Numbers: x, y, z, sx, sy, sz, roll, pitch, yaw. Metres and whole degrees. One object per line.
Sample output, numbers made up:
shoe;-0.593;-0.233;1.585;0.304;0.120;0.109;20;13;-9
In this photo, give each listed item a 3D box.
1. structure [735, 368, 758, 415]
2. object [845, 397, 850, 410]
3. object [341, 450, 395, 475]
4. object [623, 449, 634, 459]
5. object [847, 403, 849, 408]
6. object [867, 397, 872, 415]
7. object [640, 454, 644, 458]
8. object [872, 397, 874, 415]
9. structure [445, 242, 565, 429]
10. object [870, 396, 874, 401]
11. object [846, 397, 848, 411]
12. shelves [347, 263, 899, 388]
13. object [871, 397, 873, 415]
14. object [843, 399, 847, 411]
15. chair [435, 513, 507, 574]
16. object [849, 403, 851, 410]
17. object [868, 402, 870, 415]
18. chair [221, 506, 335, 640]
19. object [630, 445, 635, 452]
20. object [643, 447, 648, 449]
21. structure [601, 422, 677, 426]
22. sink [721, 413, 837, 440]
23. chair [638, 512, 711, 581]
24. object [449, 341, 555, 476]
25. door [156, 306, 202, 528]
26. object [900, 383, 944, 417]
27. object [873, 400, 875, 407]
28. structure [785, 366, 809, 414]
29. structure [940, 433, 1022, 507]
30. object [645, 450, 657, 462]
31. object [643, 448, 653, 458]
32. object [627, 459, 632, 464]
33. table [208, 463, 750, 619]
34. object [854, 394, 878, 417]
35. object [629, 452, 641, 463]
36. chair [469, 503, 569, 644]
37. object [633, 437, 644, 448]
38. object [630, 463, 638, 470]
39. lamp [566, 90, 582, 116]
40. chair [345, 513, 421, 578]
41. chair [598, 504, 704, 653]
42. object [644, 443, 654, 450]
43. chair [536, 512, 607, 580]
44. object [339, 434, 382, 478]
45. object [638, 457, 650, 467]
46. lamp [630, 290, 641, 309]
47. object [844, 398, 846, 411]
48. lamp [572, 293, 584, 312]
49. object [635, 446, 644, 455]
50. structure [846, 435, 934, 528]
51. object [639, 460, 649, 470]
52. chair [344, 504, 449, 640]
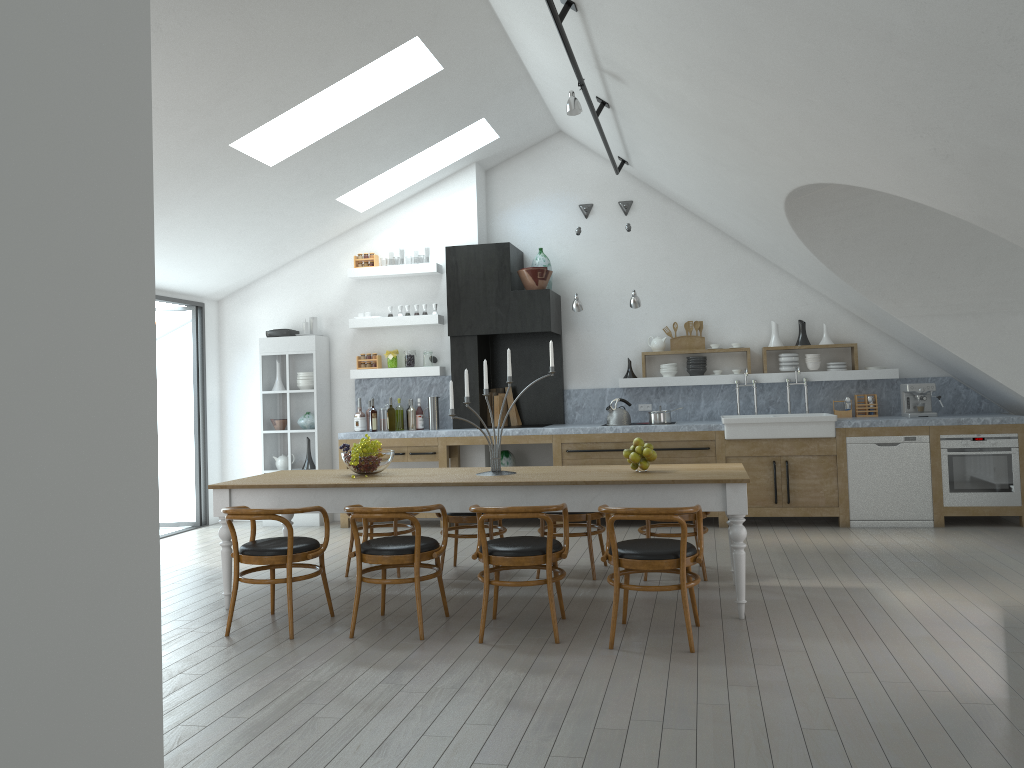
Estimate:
structure;2.373;0.108;8.802;0.214;0.530;0.332;-2;-2;-7
object;3.322;0.226;8.747;0.042;0.192;0.040;0;-3;-41
object;-0.977;0.538;6.029;0.360;0.160;0.359;-2;-1;-8
object;0.733;0.440;5.567;0.072;0.064;0.071;-2;-1;5
object;3.325;0.230;8.766;0.018;0.196;0.023;-2;-2;7
object;3.529;0.219;8.726;0.042;0.192;0.040;-1;-2;-28
object;0.838;0.449;5.637;0.062;0.059;0.062;-2;-1;16
object;3.555;0.222;8.733;0.022;0.196;0.019;-2;-2;13
structure;-0.062;-0.494;9.319;1.075;1.887;0.780;-2;-2;12
object;3.550;0.219;8.770;0.042;0.192;0.040;-1;-2;-29
object;3.318;0.230;8.786;0.018;0.196;0.020;-3;-2;22
shelves;1.047;-0.640;9.221;5.548;1.363;0.479;-2;-2;6
object;3.545;0.222;8.732;0.018;0.196;0.020;-3;-3;34
object;3.299;0.240;8.764;0.044;0.179;0.019;-1;-2;-23
chair;-0.278;1.033;6.617;0.527;0.736;0.621;-2;-2;9
object;3.335;0.238;8.752;0.019;0.179;0.044;-2;-2;-3
object;3.536;0.232;8.768;0.019;0.179;0.044;-2;-2;9
chair;-1.381;1.057;5.170;0.527;0.736;0.621;-2;-2;15
object;0.780;0.422;5.623;0.072;0.071;0.066;-1;-1;-19
object;0.838;0.420;5.576;0.053;0.051;0.053;-2;-1;-17
structure;1.270;0.418;8.842;0.737;0.041;0.647;-2;-1;12
sink;2.527;0.402;8.472;1.020;0.202;0.727;-2;-1;12
chair;1.151;0.982;6.365;0.527;0.736;0.621;-2;-2;9
object;-0.047;0.147;5.792;0.775;0.876;0.265;-2;-2;-14
door;-3.882;0.354;9.476;1.051;2.349;0.080;-2;-2;-3
object;3.884;0.154;8.368;0.324;0.321;0.386;-2;-1;12
object;3.569;0.231;8.748;0.044;0.179;0.019;-2;-2;-10
structure;2.850;0.091;8.700;0.214;0.530;0.332;-2;-2;-7
structure;4.184;0.759;8.087;0.632;0.637;0.630;-2;-1;12
object;0.868;0.449;5.541;0.077;0.076;0.076;-1;-1;-21
object;0.841;0.427;5.491;0.062;0.063;0.063;-1;-2;-26
object;0.758;0.477;5.615;0.059;0.056;0.059;-2;-1;7
table;-0.184;0.987;5.784;3.348;0.800;1.018;-2;-1;12
object;3.504;0.213;8.771;0.200;0.223;0.104;-2;-2;12
object;0.764;0.458;5.512;0.070;0.072;0.071;-1;-1;-23
chair;0.046;1.006;4.892;0.527;0.736;0.621;-2;-2;7
object;0.797;0.373;5.579;0.072;0.074;0.072;-2;-1;12
object;0.769;0.515;5.568;0.051;0.050;0.049;-2;-1;16
lamp;0.442;-2.011;6.309;0.114;0.175;0.112;-1;-2;-25
chair;-0.973;1.058;6.827;0.527;0.736;0.621;-2;-2;12
chair;0.738;0.981;4.674;0.527;0.736;0.621;-2;-2;15
object;0.866;0.403;5.620;0.062;0.060;0.062;-2;-1;13
chair;0.446;1.007;6.525;0.527;0.736;0.621;-2;-2;15
object;-0.999;0.476;6.009;0.292;0.284;0.393;-1;-1;-24
object;0.831;0.499;5.596;0.078;0.074;0.080;-1;-2;-33
lamp;1.195;-0.816;8.573;0.112;0.176;0.168;-2;-1;4
object;3.308;0.230;8.781;0.022;0.196;0.019;-2;-2;0
lamp;0.631;-0.792;8.697;0.115;0.178;0.164;-3;-2;30
object;0.794;0.412;5.524;0.053;0.057;0.058;-3;-2;27
structure;3.450;0.880;8.244;0.724;0.824;0.598;-2;-2;12
object;0.822;0.506;5.522;0.064;0.063;0.063;-3;-1;23
chair;-0.662;1.032;5.058;0.527;0.736;0.621;-2;-2;12
